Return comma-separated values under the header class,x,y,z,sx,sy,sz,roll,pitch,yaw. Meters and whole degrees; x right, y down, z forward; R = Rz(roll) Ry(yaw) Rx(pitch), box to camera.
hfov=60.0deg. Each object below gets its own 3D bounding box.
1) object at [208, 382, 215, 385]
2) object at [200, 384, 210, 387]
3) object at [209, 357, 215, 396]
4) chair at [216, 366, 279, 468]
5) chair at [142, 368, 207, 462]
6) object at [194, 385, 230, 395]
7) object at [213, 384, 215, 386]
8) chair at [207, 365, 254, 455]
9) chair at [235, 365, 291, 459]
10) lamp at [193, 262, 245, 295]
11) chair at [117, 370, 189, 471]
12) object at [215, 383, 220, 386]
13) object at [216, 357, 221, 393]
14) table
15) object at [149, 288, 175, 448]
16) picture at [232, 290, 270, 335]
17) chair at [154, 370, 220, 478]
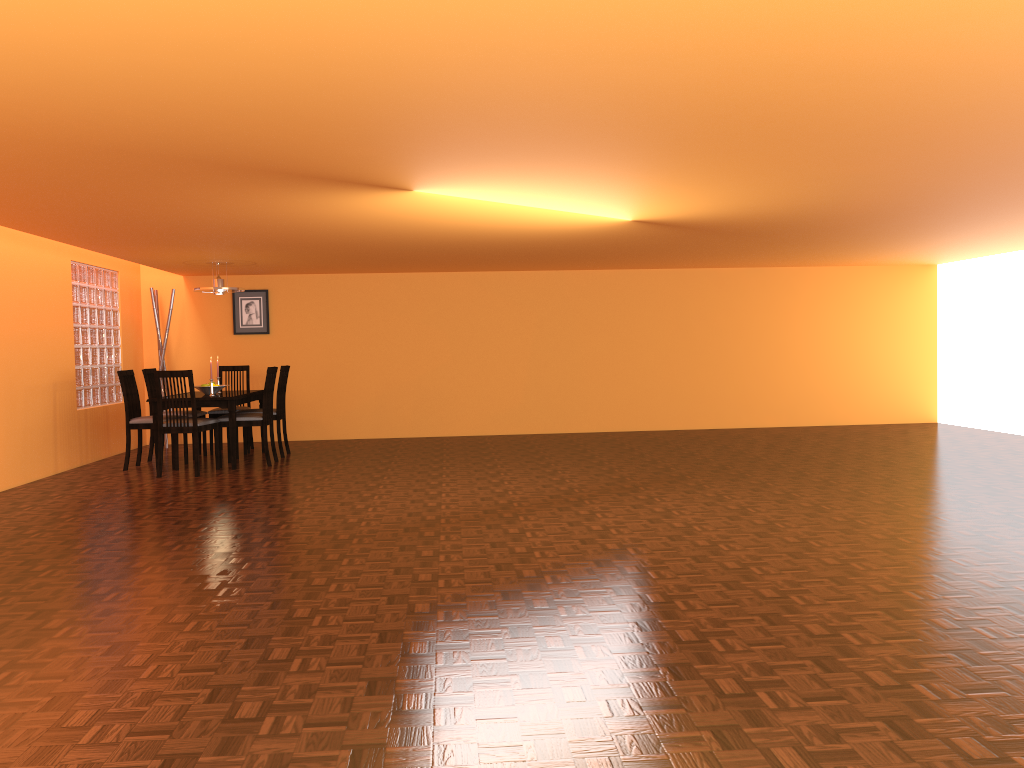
class,x,y,z,sx,sy,sz,roll,pitch,yaw
object,-2.555,0.013,7.554,0.069,0.066,0.069,-1,2,6
object,-2.575,0.038,7.453,0.089,0.076,0.087,-1,2,2
object,-2.448,-0.067,7.223,0.044,0.326,0.044,-2,2,-15
chair,-2.159,0.267,7.278,0.465,0.809,0.373,-1,2,-4
chair,-2.965,0.262,7.798,0.465,0.809,0.373,-1,2,-4
object,-2.546,0.051,7.483,0.337,0.072,0.337,-3,3,-38
object,-2.499,0.019,7.399,0.046,0.046,0.055,-2,3,-21
chair,-2.606,0.235,8.269,0.373,0.809,0.465,-2,2,-9
chair,-2.201,0.244,7.852,0.465,0.809,0.373,-1,2,-4
lamp,-2.580,-0.928,7.803,0.435,0.274,0.435,0,2,18
chair,-2.923,0.285,7.224,0.465,0.809,0.373,-1,2,-4
object,-2.491,0.027,7.506,0.055,0.070,0.066,-2,3,-23
object,-2.572,-0.087,7.757,0.044,0.326,0.044,-2,2,-15
table,-2.529,0.377,7.538,0.697,0.584,1.259,-1,2,-4
object,-3.452,-0.155,8.787,0.308,1.589,0.226,0,2,18
picture,-2.671,-0.735,9.073,0.361,0.456,0.014,-1,2,-4
chair,-2.507,0.293,6.810,0.373,0.809,0.465,-1,2,1
